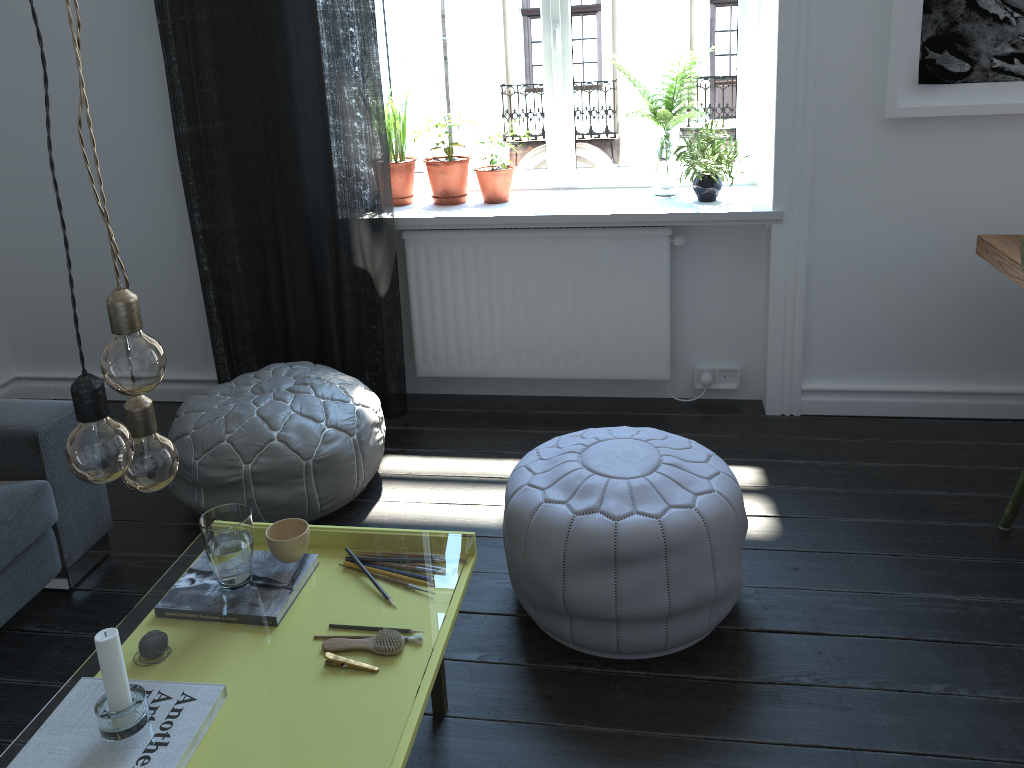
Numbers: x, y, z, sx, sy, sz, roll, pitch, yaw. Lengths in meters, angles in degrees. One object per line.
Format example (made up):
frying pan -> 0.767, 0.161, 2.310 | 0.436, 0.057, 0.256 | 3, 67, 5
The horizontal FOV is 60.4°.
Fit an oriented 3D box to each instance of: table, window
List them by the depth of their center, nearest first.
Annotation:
table -> -0.476, 0.768, 1.306 | 0.600, 0.386, 1.452 | 0, 22, 10
table -> 1.813, 0.300, 1.751 | 1.018, 0.692, 2.308 | 0, 22, 10
window -> 0.154, -1.725, 3.372 | 1.568, 1.923, 0.111 | 0, 17, 10

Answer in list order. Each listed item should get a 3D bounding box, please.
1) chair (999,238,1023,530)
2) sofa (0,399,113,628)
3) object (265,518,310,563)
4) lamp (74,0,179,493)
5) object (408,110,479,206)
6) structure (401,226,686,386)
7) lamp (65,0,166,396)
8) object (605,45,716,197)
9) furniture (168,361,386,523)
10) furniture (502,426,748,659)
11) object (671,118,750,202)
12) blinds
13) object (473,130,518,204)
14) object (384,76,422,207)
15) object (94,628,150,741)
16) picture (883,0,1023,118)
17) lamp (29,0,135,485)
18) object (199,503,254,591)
chair -> 1.505, 0.093, 2.165 | 0.485, 0.801, 0.483 | 0, 18, 9
sofa -> -1.862, 0.607, 1.470 | 1.084, 0.699, 2.460 | 0, 22, 10
object -> -0.455, 0.326, 1.798 | 0.088, 0.064, 0.089 | 12, 25, 36
lamp -> -0.508, -0.554, 0.959 | 0.089, 1.449, 0.076 | 8, 20, 33
object -> -0.256, -0.901, 3.469 | 0.259, 0.358, 0.242 | 4, 20, 21
structure -> 0.120, -0.292, 3.357 | 1.064, 0.608, 0.075 | 1, 17, 10
lamp -> -0.497, -0.682, 0.879 | 0.075, 1.449, 0.076 | -13, 19, -31
object -> 0.585, -0.986, 3.318 | 0.331, 0.547, 0.403 | -12, 20, -24
furniture -> -0.758, 0.170, 2.859 | 0.679, 0.370, 0.704 | 1, 21, 10
furniture -> 0.285, 0.372, 2.239 | 0.614, 0.406, 0.632 | -2, 20, 4
object -> 0.724, -0.815, 3.221 | 0.285, 0.285, 0.295 | 2, 20, 14
blinds -> -0.862, -1.260, 3.022 | 0.804, 2.878, 0.116 | -1, 17, 9
object -> -0.057, -0.847, 3.429 | 0.196, 0.269, 0.181 | -11, 20, -22
object -> -0.463, -0.967, 3.492 | 0.300, 0.483, 0.345 | -5, 18, -6
object -> -0.612, 0.456, 1.360 | 0.075, 0.168, 0.076 | 14, 24, 43
picture -> 1.549, -1.295, 2.748 | 0.687, 0.859, 0.086 | 0, 17, 10
lamp -> -0.515, -0.581, 0.842 | 0.087, 1.449, 0.076 | -12, 18, -27
object -> -0.548, 0.322, 1.717 | 0.098, 0.141, 0.100 | -13, 21, -27
